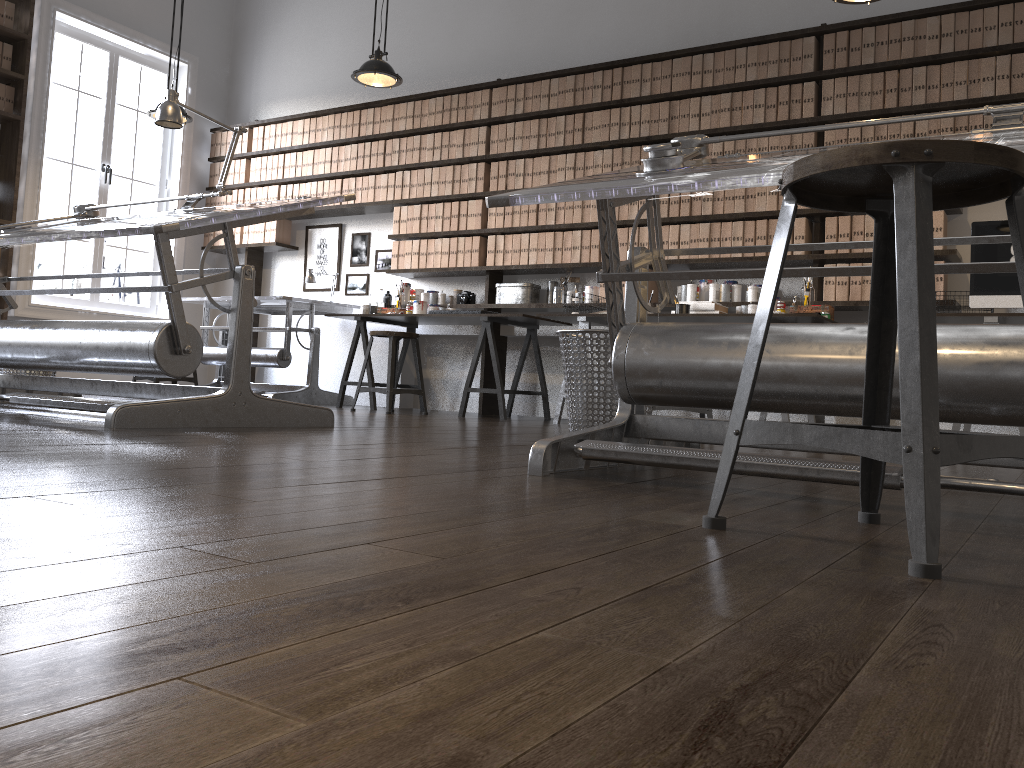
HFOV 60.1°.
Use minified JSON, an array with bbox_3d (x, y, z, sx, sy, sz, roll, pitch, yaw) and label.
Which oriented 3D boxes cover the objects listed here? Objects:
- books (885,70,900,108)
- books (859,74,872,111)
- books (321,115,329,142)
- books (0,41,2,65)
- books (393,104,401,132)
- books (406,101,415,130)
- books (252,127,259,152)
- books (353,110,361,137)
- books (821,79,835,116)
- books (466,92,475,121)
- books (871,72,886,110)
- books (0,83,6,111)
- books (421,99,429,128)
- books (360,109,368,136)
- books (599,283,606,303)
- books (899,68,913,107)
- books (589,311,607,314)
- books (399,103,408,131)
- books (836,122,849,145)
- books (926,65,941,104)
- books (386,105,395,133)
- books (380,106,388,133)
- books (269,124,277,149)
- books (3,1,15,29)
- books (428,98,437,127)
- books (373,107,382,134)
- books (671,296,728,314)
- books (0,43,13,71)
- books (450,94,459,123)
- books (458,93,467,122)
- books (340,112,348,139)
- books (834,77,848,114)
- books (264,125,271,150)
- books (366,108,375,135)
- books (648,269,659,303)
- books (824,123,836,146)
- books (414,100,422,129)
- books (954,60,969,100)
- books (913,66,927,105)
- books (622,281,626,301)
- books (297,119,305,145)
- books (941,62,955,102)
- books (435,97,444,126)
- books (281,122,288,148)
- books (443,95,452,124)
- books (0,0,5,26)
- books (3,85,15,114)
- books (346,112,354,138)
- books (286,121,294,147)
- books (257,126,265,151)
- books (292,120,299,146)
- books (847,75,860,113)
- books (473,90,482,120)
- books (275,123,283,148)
[{"bbox_3d":[2.195,-1.664,5.094,0.067,0.226,0.174,1,-3,32],"label":"books"},{"bbox_3d":[2.079,-1.670,5.171,0.067,0.226,0.174,1,-3,32],"label":"books"},{"bbox_3d":[-1.513,-2.120,7.448,0.067,0.226,0.174,1,-3,32],"label":"books"},{"bbox_3d":[-3.921,-2.459,6.660,0.174,0.226,0.066,2,-3,32],"label":"books"},{"bbox_3d":[-0.860,-2.089,7.040,0.067,0.226,0.174,1,-3,32],"label":"books"},{"bbox_3d":[-0.747,-2.084,6.965,0.067,0.226,0.174,1,-3,32],"label":"books"},{"bbox_3d":[-2.224,-2.154,7.898,0.067,0.226,0.174,1,-3,32],"label":"books"},{"bbox_3d":[-1.219,-2.106,7.261,0.067,0.226,0.174,1,-3,32],"label":"books"},{"bbox_3d":[1.902,-1.678,5.281,0.067,0.226,0.174,1,-3,32],"label":"books"},{"bbox_3d":[-0.267,-2.060,6.672,0.067,0.226,0.174,1,-3,32],"label":"books"},{"bbox_3d":[2.136,-1.667,5.138,0.067,0.226,0.174,1,-3,32],"label":"books"},{"bbox_3d":[-3.909,-2.146,6.682,0.174,0.226,0.066,2,-3,32],"label":"books"},{"bbox_3d":[-0.625,-2.078,6.896,0.067,0.226,0.174,1,-3,32],"label":"books"},{"bbox_3d":[-1.153,-2.103,7.226,0.067,0.226,0.174,1,-3,32],"label":"books"},{"bbox_3d":[0.658,-0.646,5.956,0.067,0.226,0.174,1,-3,32],"label":"books"},{"bbox_3d":[2.262,-1.661,5.059,0.067,0.226,0.174,1,-3,32],"label":"books"},{"bbox_3d":[0.678,-0.415,5.339,0.355,0.029,0.255,3,-1,32],"label":"books"},{"bbox_3d":[-0.807,-2.086,7.006,0.067,0.226,0.174,1,-3,32],"label":"books"},{"bbox_3d":[1.958,-1.406,5.216,0.067,0.226,0.174,1,-3,32],"label":"books"},{"bbox_3d":[2.382,-1.655,4.983,0.067,0.226,0.174,1,-3,32],"label":"books"},{"bbox_3d":[-0.919,-2.092,7.072,0.067,0.226,0.174,1,-3,32],"label":"books"},{"bbox_3d":[-0.973,-2.094,7.113,0.067,0.226,0.174,1,-3,32],"label":"books"},{"bbox_3d":[-2.040,-2.146,7.777,0.067,0.226,0.174,1,-3,32],"label":"books"},{"bbox_3d":[-3.866,-2.776,6.732,0.174,0.226,0.066,2,-3,32],"label":"books"},{"bbox_3d":[-0.568,-2.075,6.856,0.067,0.226,0.174,1,-3,32],"label":"books"},{"bbox_3d":[-1.033,-2.097,7.150,0.067,0.226,0.174,1,-3,32],"label":"books"},{"bbox_3d":[1.111,-0.448,5.282,0.294,0.148,0.384,2,-1,32],"label":"books"},{"bbox_3d":[-3.879,-2.457,6.723,0.174,0.226,0.066,2,-3,32],"label":"books"},{"bbox_3d":[-0.391,-2.067,6.746,0.067,0.226,0.174,1,-3,32],"label":"books"},{"bbox_3d":[-0.328,-2.063,6.707,0.067,0.226,0.174,1,-3,32],"label":"books"},{"bbox_3d":[-1.336,-2.112,7.338,0.067,0.226,0.174,1,-3,32],"label":"books"},{"bbox_3d":[1.962,-1.676,5.240,0.067,0.226,0.174,1,-3,32],"label":"books"},{"bbox_3d":[-2.097,-2.148,7.818,0.067,0.226,0.174,1,-3,32],"label":"books"},{"bbox_3d":[-1.095,-2.100,7.184,0.067,0.226,0.174,1,-3,32],"label":"books"},{"bbox_3d":[0.899,-0.634,5.812,0.067,0.226,0.174,1,-3,32],"label":"books"},{"bbox_3d":[1.907,-1.409,5.254,0.067,0.226,0.174,1,-3,32],"label":"books"},{"bbox_3d":[-0.685,-2.081,6.931,0.067,0.226,0.174,1,-3,32],"label":"books"},{"bbox_3d":[2.496,-1.650,4.905,0.067,0.226,0.174,1,-3,32],"label":"books"},{"bbox_3d":[2.320,-1.658,5.017,0.067,0.226,0.174,1,-3,32],"label":"books"},{"bbox_3d":[0.778,-0.640,5.887,0.067,0.226,0.174,1,-3,32],"label":"books"},{"bbox_3d":[-1.752,-2.132,7.598,0.067,0.226,0.174,1,-3,32],"label":"books"},{"bbox_3d":[2.442,-1.652,4.946,0.067,0.226,0.174,1,-3,32],"label":"books"},{"bbox_3d":[-0.509,-2.072,6.814,0.067,0.226,0.174,1,-3,32],"label":"books"},{"bbox_3d":[-1.917,-2.140,7.705,0.067,0.226,0.174,1,-3,32],"label":"books"},{"bbox_3d":[-0.447,-2.069,6.776,0.067,0.226,0.174,1,-3,32],"label":"books"},{"bbox_3d":[-3.906,-2.778,6.674,0.174,0.226,0.066,2,-3,32],"label":"books"},{"bbox_3d":[-3.873,-2.143,6.742,0.174,0.226,0.066,2,-3,32],"label":"books"},{"bbox_3d":[-1.279,-2.109,7.305,0.067,0.226,0.174,1,-3,32],"label":"books"},{"bbox_3d":[-1.863,-2.137,7.664,0.067,0.226,0.174,1,-3,32],"label":"books"},{"bbox_3d":[-2.164,-2.152,7.853,0.067,0.226,0.174,1,-3,32],"label":"books"},{"bbox_3d":[-1.804,-2.134,7.632,0.067,0.226,0.174,1,-3,32],"label":"books"},{"bbox_3d":[2.023,-1.673,5.201,0.067,0.226,0.174,1,-3,32],"label":"books"},{"bbox_3d":[-0.210,-2.058,6.631,0.067,0.226,0.174,1,-3,32],"label":"books"},{"bbox_3d":[-1.977,-2.143,7.743,0.067,0.226,0.174,1,-3,32],"label":"books"}]
